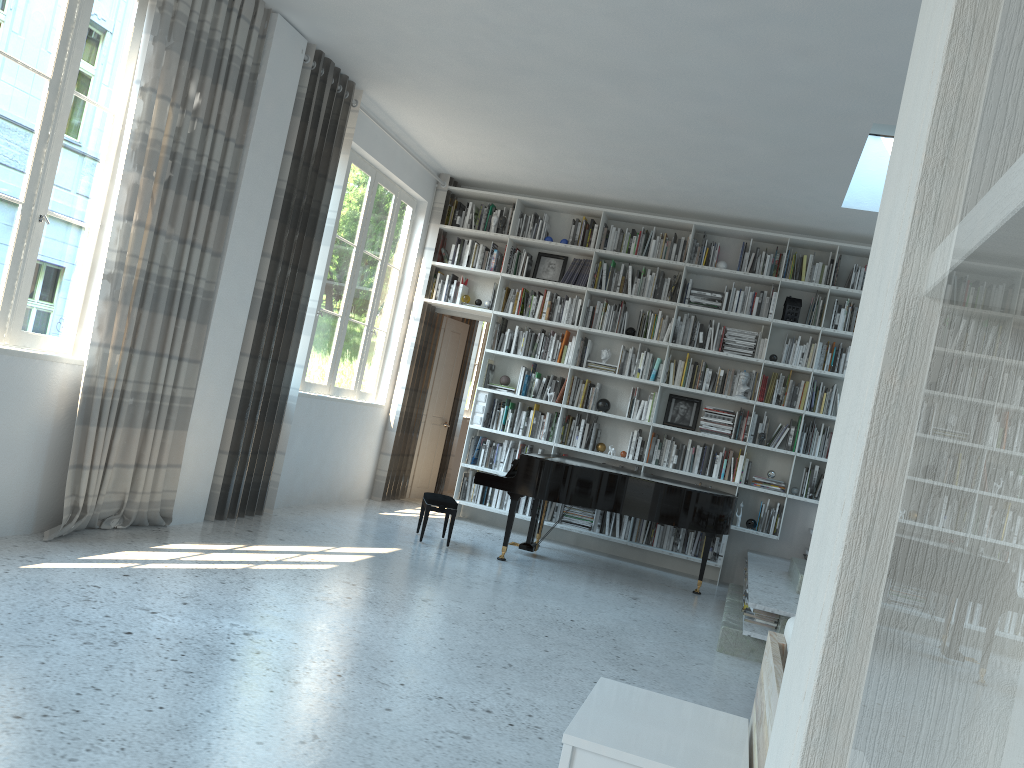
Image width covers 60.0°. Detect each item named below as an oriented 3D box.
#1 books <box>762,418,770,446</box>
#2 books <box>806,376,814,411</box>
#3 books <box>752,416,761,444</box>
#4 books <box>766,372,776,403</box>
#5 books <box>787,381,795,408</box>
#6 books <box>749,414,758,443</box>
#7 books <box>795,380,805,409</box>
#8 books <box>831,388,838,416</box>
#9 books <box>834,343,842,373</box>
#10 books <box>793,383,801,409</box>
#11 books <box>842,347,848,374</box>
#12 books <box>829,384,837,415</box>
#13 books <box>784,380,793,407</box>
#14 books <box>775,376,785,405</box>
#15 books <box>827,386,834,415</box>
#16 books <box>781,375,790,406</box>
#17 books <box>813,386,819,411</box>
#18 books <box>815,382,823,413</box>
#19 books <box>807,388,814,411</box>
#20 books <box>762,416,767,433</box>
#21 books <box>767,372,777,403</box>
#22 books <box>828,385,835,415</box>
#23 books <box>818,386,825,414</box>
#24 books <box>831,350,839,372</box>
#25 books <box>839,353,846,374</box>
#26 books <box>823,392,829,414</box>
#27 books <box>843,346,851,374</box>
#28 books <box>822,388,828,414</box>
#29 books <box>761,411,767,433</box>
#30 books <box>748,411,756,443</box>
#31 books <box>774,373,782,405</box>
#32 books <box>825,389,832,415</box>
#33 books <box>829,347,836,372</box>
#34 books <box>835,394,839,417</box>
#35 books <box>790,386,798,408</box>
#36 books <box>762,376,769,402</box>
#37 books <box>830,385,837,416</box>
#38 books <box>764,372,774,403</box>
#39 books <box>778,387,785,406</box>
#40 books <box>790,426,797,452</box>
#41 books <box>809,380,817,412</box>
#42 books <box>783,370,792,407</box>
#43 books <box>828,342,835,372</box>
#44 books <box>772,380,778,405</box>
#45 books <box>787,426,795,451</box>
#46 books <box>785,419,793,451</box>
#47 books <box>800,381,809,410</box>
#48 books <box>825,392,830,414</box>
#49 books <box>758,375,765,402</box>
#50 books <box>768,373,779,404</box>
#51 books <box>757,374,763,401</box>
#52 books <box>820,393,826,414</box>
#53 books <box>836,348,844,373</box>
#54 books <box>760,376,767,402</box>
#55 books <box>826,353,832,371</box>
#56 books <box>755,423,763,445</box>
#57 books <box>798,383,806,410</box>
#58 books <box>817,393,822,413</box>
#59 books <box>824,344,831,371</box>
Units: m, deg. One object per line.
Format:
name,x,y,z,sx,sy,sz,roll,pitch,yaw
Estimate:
books,2.264,0.433,7.910,0.035,0.248,0.141,12,-1,15
books,2.624,0.095,7.816,0.006,0.318,0.164,12,-1,15
books,2.184,0.414,7.928,0.028,0.253,0.142,12,-1,15
books,2.307,0.044,7.921,0.035,0.293,0.145,12,-1,15
books,2.466,0.102,7.846,0.027,0.242,0.189,12,-1,15
books,2.162,0.404,7.938,0.024,0.263,0.154,12,-1,15
books,2.544,0.106,7.849,0.032,0.266,0.143,12,-1,15
books,2.824,0.169,7.781,0.007,0.254,0.161,12,-1,15
books,2.852,-0.215,7.775,0.014,0.280,0.177,12,-1,15
books,2.520,0.115,7.860,0.028,0.239,0.145,12,-1,15
books,2.911,-0.190,7.779,0.011,0.257,0.131,12,-1,15
books,2.804,0.148,7.779,0.013,0.287,0.159,12,-1,15
books,2.451,0.094,7.876,0.033,0.253,0.175,12,-1,15
books,2.386,0.068,7.910,0.035,0.278,0.139,12,-1,15
books,2.787,0.153,7.777,0.006,0.270,0.178,12,-1,15
books,2.421,0.066,7.863,0.019,0.293,0.182,12,-1,15
books,2.672,0.143,7.825,0.007,0.244,0.145,12,-1,15
books,2.689,0.128,7.785,0.013,0.279,0.192,12,-1,15
books,2.627,0.146,7.826,0.015,0.220,0.155,12,-1,15
books,2.244,0.420,7.916,0.012,0.266,0.157,12,-1,15
books,2.316,0.045,7.904,0.035,0.293,0.145,12,-1,15
books,2.794,0.153,7.781,0.006,0.273,0.167,12,-1,15
books,2.720,0.147,7.805,0.013,0.256,0.144,12,-1,15
books,2.831,-0.186,7.799,0.026,0.216,0.161,12,-1,15
books,2.886,-0.164,7.778,0.025,0.194,0.171,12,-1,15
books,2.750,0.177,7.791,0.014,0.209,0.156,12,-1,15
books,2.926,-0.192,7.751,0.030,0.263,0.182,12,-1,15
books,2.743,0.158,7.794,0.008,0.242,0.169,12,-1,15
books,2.234,0.396,7.911,0.013,0.307,0.141,12,-1,15
books,2.147,0.390,7.943,0.012,0.285,0.159,12,-1,15
books,2.363,0.054,7.893,0.019,0.294,0.164,12,-1,15
books,2.776,0.165,7.789,0.017,0.243,0.132,12,-1,15
books,2.815,-0.200,7.802,0.013,0.236,0.157,12,-1,15
books,2.840,0.195,7.746,0.051,0.210,0.177,12,-1,15
books,2.487,0.125,7.847,0.034,0.204,0.181,12,-1,15
books,2.266,0.059,7.947,0.013,0.247,0.176,12,-1,15
books,2.828,0.147,7.816,0.011,0.300,0.088,12,-1,15
books,2.293,0.041,7.914,0.035,0.293,0.145,12,-1,15
books,2.400,0.121,7.906,0.030,0.181,0.131,12,-1,15
books,2.485,0.489,7.833,0.021,0.226,0.148,12,-1,15
books,2.651,0.116,7.812,0.035,0.287,0.191,12,-1,15
books,2.442,0.048,7.878,0.021,0.337,0.169,12,-1,15
books,2.812,-0.224,7.825,0.014,0.284,0.135,12,-1,15
books,2.341,0.082,7.900,0.015,0.231,0.180,12,-1,15
books,2.458,0.485,7.829,0.029,0.223,0.171,12,-1,15
books,2.450,0.451,7.855,0.013,0.285,0.139,12,-1,15
books,2.583,0.113,7.850,0.033,0.268,0.142,12,-1,15
books,2.758,0.177,7.780,0.007,0.211,0.158,12,-1,15
books,2.234,0.048,7.946,0.015,0.255,0.150,12,-1,15
books,2.331,0.049,7.915,0.035,0.293,0.145,12,-1,15
books,2.219,0.046,7.949,0.014,0.254,0.161,12,-1,15
books,2.720,0.178,7.771,0.017,0.192,0.191,12,-1,15
books,2.867,-0.190,7.776,0.022,0.237,0.164,12,-1,15
books,2.249,0.057,7.940,0.014,0.244,0.145,12,-1,15
books,2.781,-0.177,7.813,0.021,0.179,0.136,12,-1,15
books,2.199,0.447,7.900,0.027,0.192,0.182,12,-1,15
books,2.563,0.119,7.858,0.019,0.247,0.149,12,-1,15
books,2.699,0.175,7.803,0.014,0.192,0.147,12,-1,15
books,2.768,-0.215,7.806,0.014,0.247,0.176,12,-1,15
